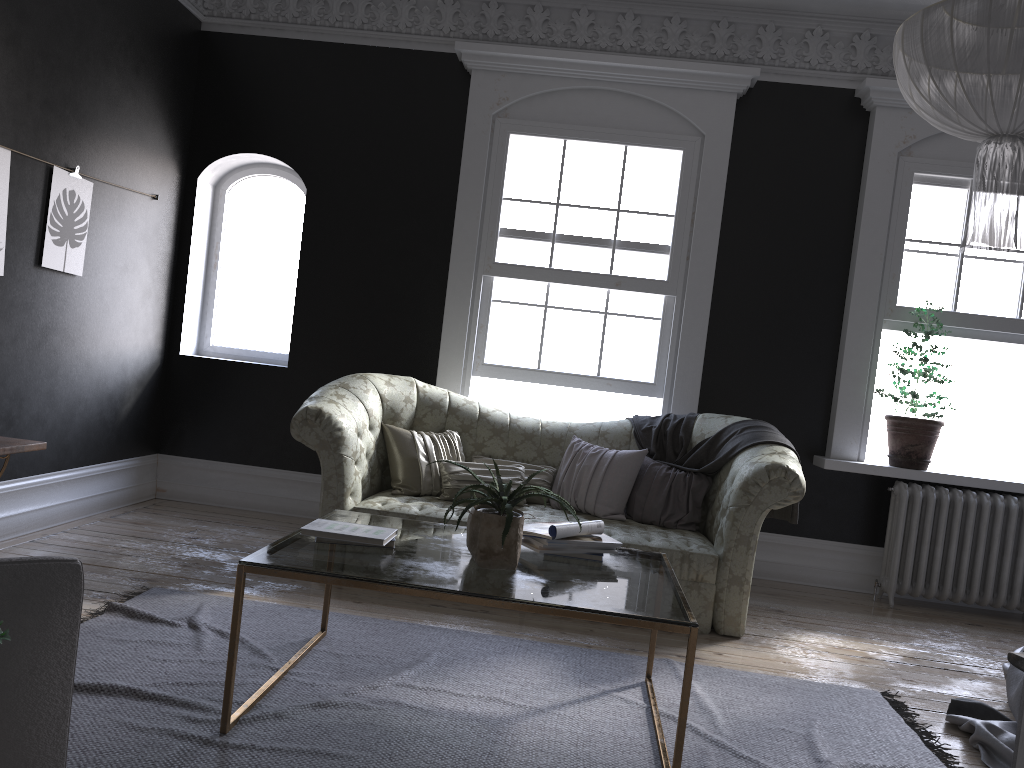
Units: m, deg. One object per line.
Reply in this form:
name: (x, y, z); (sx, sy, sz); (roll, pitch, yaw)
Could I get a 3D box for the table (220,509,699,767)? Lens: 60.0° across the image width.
table: (-0.137, 0.915, 3.298); (1.448, 0.558, 1.092); (7, 1, 5)

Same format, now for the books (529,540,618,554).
books: (0.227, 0.631, 3.523); (0.318, 0.011, 0.252); (6, 1, -14)

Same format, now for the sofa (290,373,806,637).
sofa: (0.194, 0.644, 5.462); (2.812, 1.161, 1.605); (7, 1, 6)

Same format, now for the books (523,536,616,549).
books: (0.212, 0.619, 3.522); (0.318, 0.011, 0.252); (6, 1, -24)

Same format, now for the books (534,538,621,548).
books: (0.230, 0.611, 3.514); (0.318, 0.011, 0.252); (6, 1, -24)

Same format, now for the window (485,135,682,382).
window: (0.494, -0.883, 6.267); (1.262, 1.673, 0.056); (7, 2, 5)

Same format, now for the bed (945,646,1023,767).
bed: (3.518, 0.985, 2.993); (3.284, 1.299, 2.763); (7, 1, -7)

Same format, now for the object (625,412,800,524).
object: (1.188, 0.472, 5.476); (0.517, 0.585, 1.365); (5, 2, -36)

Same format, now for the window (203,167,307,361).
window: (-1.942, -0.936, 6.879); (0.740, 1.458, 0.112); (7, 2, 5)

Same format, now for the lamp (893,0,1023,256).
lamp: (1.753, -1.462, 2.993); (0.783, 2.050, 0.782); (5, 3, -42)

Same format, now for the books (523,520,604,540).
books: (0.162, 0.579, 3.508); (0.272, 0.109, 0.322); (8, 2, 40)

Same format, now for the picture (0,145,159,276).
picture: (-2.681, -0.907, 3.928); (0.058, 0.771, 4.455); (7, 1, 5)

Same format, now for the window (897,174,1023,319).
window: (3.278, -0.881, 6.035); (1.262, 1.018, 0.056); (7, 2, 5)

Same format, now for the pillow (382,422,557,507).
pillow: (-0.279, 0.501, 5.427); (1.105, 0.416, 0.529); (7, 1, 5)

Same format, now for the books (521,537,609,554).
books: (0.182, 0.637, 3.518); (0.318, 0.011, 0.252); (6, 1, -29)

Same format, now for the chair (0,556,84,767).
chair: (-1.421, 0.646, 1.782); (0.771, 0.863, 0.817); (5, 2, -45)

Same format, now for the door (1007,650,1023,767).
door: (0.801, 0.162, 0.629); (0.216, 2.376, 1.097); (6, 2, -8)

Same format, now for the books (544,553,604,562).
books: (0.246, 0.662, 3.518); (0.231, 0.023, 0.162); (7, 1, 5)

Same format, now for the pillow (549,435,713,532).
pillow: (0.715, 0.598, 5.369); (0.963, 0.462, 0.405); (7, 2, 12)

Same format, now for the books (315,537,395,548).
books: (-0.585, 0.567, 3.305); (0.289, 0.030, 0.192); (7, 1, -11)

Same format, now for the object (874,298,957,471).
object: (2.730, 0.005, 5.956); (0.473, 1.134, 0.506); (9, 3, 45)

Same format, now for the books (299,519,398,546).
books: (-0.591, 0.540, 3.239); (0.307, 0.024, 0.220); (7, 1, 5)

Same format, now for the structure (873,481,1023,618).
structure: (3.031, 1.128, 5.898); (1.141, 0.849, 0.276); (7, 2, 5)

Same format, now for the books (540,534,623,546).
books: (0.240, 0.601, 3.511); (0.318, 0.011, 0.252); (6, 1, -19)

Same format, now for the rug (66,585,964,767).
rug: (-0.134, 1.187, 3.154); (3.644, 0.050, 2.105); (7, 1, 5)
